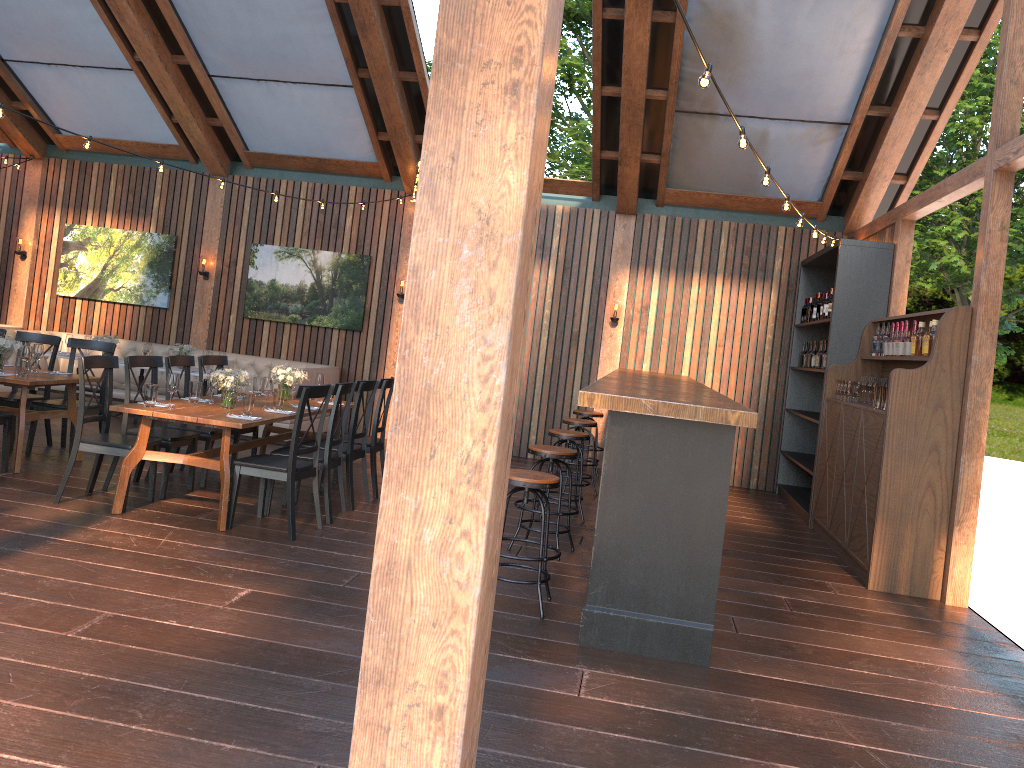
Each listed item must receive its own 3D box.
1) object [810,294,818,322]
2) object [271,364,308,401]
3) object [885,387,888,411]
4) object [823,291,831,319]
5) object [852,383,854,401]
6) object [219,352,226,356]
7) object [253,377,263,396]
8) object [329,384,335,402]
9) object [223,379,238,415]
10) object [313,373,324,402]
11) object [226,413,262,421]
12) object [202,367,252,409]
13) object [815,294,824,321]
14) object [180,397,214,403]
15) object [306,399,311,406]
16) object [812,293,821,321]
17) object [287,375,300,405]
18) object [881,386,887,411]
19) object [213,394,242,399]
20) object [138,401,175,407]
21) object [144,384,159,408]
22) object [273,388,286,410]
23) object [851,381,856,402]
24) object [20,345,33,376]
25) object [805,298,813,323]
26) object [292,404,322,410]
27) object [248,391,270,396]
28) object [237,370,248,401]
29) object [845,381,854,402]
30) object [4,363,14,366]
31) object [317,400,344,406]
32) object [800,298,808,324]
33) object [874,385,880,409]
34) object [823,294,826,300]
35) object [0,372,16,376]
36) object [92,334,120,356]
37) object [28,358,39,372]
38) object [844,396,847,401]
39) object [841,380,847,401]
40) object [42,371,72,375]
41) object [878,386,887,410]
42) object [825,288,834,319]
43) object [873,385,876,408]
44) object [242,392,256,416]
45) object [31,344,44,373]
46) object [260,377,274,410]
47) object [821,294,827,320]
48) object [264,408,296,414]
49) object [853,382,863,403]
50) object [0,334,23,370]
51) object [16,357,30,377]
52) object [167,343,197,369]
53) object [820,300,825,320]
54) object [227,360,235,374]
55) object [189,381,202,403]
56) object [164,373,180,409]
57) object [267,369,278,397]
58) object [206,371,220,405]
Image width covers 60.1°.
[{"bbox_3d":[3.392,-0.844,9.887,0.081,0.324,0.081,7,-1,-13],"label":"object"},{"bbox_3d":[-1.936,-0.011,7.624,0.328,0.310,0.337,6,1,-26],"label":"object"},{"bbox_3d":[2.788,0.114,6.517,0.073,0.181,0.074,7,0,-17],"label":"object"},{"bbox_3d":[3.284,-0.812,9.200,0.077,0.307,0.077,6,-1,25],"label":"object"},{"bbox_3d":[3.151,0.069,8.155,0.070,0.185,0.069,7,0,13],"label":"object"},{"bbox_3d":[-3.454,-0.250,10.513,0.092,0.245,0.092,7,0,-39],"label":"object"},{"bbox_3d":[-2.232,0.022,7.777,0.092,0.158,0.091,7,0,35],"label":"object"},{"bbox_3d":[-1.633,0.082,7.981,0.092,0.158,0.091,7,0,35],"label":"object"},{"bbox_3d":[-1.979,0.090,6.216,0.092,0.245,0.092,7,0,-39],"label":"object"},{"bbox_3d":[-1.731,0.030,7.913,0.092,0.245,0.092,7,0,-39],"label":"object"},{"bbox_3d":[-1.866,0.223,6.105,0.255,0.019,0.157,7,3,9],"label":"object"},{"bbox_3d":[-2.110,0.023,6.586,0.330,0.310,0.335,8,2,41],"label":"object"},{"bbox_3d":[3.349,-0.827,9.605,0.077,0.309,0.077,7,-1,-13],"label":"object"},{"bbox_3d":[-2.410,0.121,6.834,0.255,0.019,0.157,7,3,9],"label":"object"},{"bbox_3d":[-1.720,0.102,7.395,0.092,0.158,0.091,7,0,35],"label":"object"},{"bbox_3d":[3.383,-0.844,9.785,0.087,0.335,0.087,7,-1,-11],"label":"object"},{"bbox_3d":[-1.811,0.051,7.332,0.092,0.245,0.092,7,0,-39],"label":"object"},{"bbox_3d":[2.821,0.110,6.664,0.073,0.181,0.074,7,0,-17],"label":"object"},{"bbox_3d":[-2.335,0.102,7.356,0.255,0.019,0.157,7,3,9],"label":"object"},{"bbox_3d":[-2.492,0.142,6.253,0.255,0.019,0.157,7,3,9],"label":"object"},{"bbox_3d":[-2.483,0.081,6.079,0.092,0.158,0.091,7,0,35],"label":"object"},{"bbox_3d":[-1.810,0.119,6.868,0.092,0.158,0.091,7,0,35],"label":"object"},{"bbox_3d":[3.134,0.072,8.061,0.070,0.185,0.069,7,0,13],"label":"object"},{"bbox_3d":[-3.936,-0.189,7.160,0.092,0.245,0.092,7,0,-39],"label":"object"},{"bbox_3d":[3.434,-0.844,10.192,0.075,0.303,0.075,6,-1,25],"label":"object"},{"bbox_3d":[-1.696,0.184,7.225,0.255,0.019,0.157,7,3,9],"label":"object"},{"bbox_3d":[-2.251,0.082,7.922,0.255,0.019,0.157,7,3,9],"label":"object"},{"bbox_3d":[-2.211,0.010,7.233,0.092,0.245,0.092,7,0,-39],"label":"object"},{"bbox_3d":[3.029,0.065,7.957,0.070,0.185,0.069,7,0,13],"label":"object"},{"bbox_3d":[-4.507,-0.173,7.750,0.157,0.019,0.255,7,3,9],"label":"object"},{"bbox_3d":[-1.616,0.164,7.793,0.255,0.019,0.157,7,3,9],"label":"object"},{"bbox_3d":[3.566,-0.863,10.633,0.170,0.325,0.081,7,-1,-6],"label":"object"},{"bbox_3d":[2.837,0.103,6.828,0.073,0.181,0.074,7,0,-17],"label":"object"},{"bbox_3d":[3.406,-0.826,9.687,0.078,0.312,0.078,7,-1,4],"label":"object"},{"bbox_3d":[-4.059,-0.083,7.026,0.157,0.019,0.255,7,3,9],"label":"object"},{"bbox_3d":[-4.870,-0.456,10.648,0.337,0.310,0.328,7,1,31],"label":"object"},{"bbox_3d":[-4.102,-0.187,7.585,0.092,0.158,0.091,7,0,35],"label":"object"},{"bbox_3d":[3.069,0.060,8.128,0.070,0.185,0.069,7,0,13],"label":"object"},{"bbox_3d":[3.029,0.060,8.054,0.070,0.185,0.069,7,0,13],"label":"object"},{"bbox_3d":[-3.931,-0.099,7.625,0.157,0.019,0.255,7,3,9],"label":"object"},{"bbox_3d":[2.834,0.107,6.745,0.073,0.181,0.074,7,0,-17],"label":"object"},{"bbox_3d":[3.284,-0.821,9.115,0.087,0.335,0.087,7,-1,-11],"label":"object"},{"bbox_3d":[2.858,0.102,6.906,0.073,0.181,0.074,7,0,-17],"label":"object"},{"bbox_3d":[-1.876,0.142,6.285,0.092,0.158,0.091,7,0,35],"label":"object"},{"bbox_3d":[-4.027,-0.217,7.503,0.092,0.245,0.092,7,0,-39],"label":"object"},{"bbox_3d":[-1.888,0.070,6.811,0.092,0.245,0.092,7,0,-39],"label":"object"},{"bbox_3d":[3.335,-0.813,9.380,0.075,0.303,0.075,7,-1,-9],"label":"object"},{"bbox_3d":[-1.778,0.202,6.708,0.255,0.019,0.157,7,3,9],"label":"object"},{"bbox_3d":[3.116,0.074,7.980,0.070,0.185,0.069,7,0,13],"label":"object"},{"bbox_3d":[-4.269,-0.271,7.360,0.335,0.310,0.330,6,1,-25],"label":"object"},{"bbox_3d":[-3.897,-0.135,7.042,0.092,0.158,0.091,7,0,35],"label":"object"},{"bbox_3d":[-3.931,-0.339,10.526,0.335,0.310,0.330,6,1,-17],"label":"object"},{"bbox_3d":[3.381,-0.819,9.487,0.136,0.316,0.136,7,0,-30],"label":"object"},{"bbox_3d":[-3.364,-0.199,10.563,0.092,0.158,0.092,7,0,-5],"label":"object"},{"bbox_3d":[-2.388,0.062,6.657,0.092,0.158,0.091,7,0,35],"label":"object"},{"bbox_3d":[-2.361,0.049,6.141,0.092,0.245,0.092,7,0,-39],"label":"object"},{"bbox_3d":[-2.115,-0.010,7.816,0.092,0.245,0.092,7,0,-39],"label":"object"},{"bbox_3d":[-2.272,0.029,6.723,0.092,0.245,0.092,7,0,-39],"label":"object"}]
